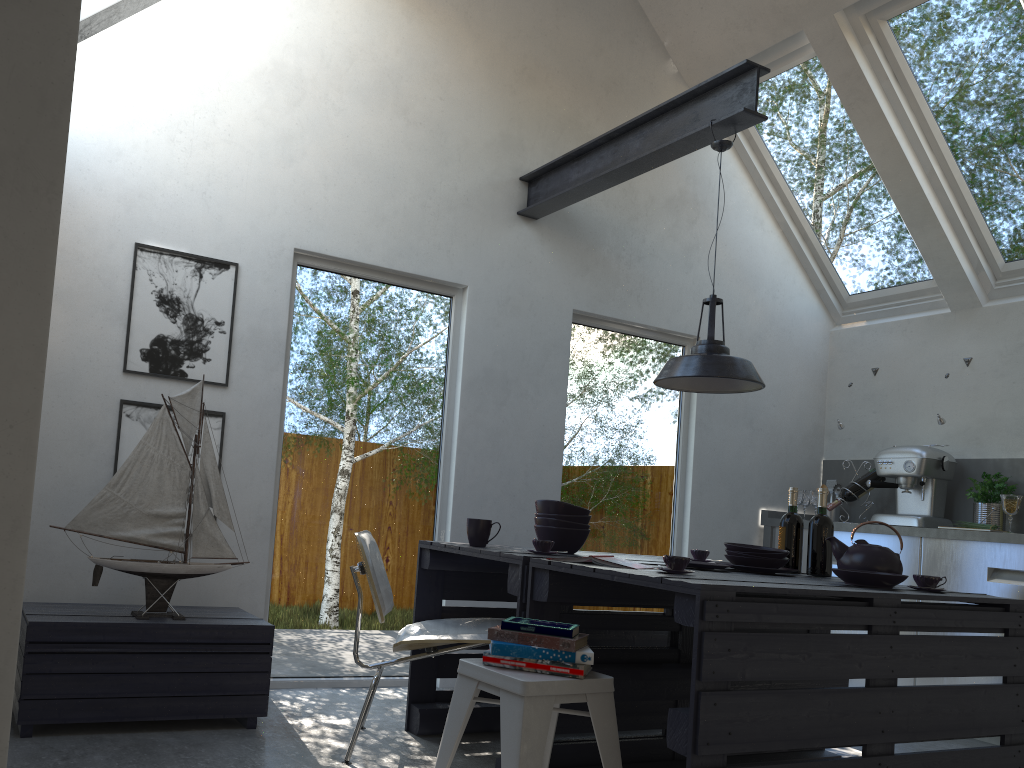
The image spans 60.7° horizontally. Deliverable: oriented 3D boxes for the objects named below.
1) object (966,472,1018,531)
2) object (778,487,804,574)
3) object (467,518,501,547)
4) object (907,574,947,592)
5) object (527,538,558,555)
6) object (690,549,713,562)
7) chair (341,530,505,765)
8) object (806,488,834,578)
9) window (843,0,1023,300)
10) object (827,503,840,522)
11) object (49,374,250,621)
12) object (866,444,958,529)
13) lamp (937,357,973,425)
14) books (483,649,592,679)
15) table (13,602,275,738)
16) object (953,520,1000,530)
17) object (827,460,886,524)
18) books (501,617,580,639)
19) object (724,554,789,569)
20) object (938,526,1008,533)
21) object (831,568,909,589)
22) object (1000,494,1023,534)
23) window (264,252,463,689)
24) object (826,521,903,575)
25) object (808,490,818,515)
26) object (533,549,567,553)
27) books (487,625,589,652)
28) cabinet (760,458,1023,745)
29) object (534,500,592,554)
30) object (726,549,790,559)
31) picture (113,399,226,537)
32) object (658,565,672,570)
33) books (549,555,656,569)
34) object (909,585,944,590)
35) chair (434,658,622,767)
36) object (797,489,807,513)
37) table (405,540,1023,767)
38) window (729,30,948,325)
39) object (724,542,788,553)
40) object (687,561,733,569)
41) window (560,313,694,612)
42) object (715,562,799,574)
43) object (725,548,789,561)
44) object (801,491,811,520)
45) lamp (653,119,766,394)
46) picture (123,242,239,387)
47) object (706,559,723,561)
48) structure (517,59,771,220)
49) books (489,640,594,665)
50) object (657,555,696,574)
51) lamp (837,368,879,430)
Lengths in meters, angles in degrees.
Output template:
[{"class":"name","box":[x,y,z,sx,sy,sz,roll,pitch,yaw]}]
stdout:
[{"class":"object","box":[2.597,0.645,4.759,0.255,0.339,0.245,3,-5,13]},{"class":"object","box":[1.126,0.588,3.524,0.093,0.342,0.090,4,-3,8]},{"class":"object","box":[-0.124,0.596,3.496,0.095,0.109,0.137,9,-8,-38]},{"class":"object","box":[1.403,0.673,2.961,0.110,0.056,0.123,10,-9,-37]},{"class":"object","box":[0.115,0.608,3.264,0.110,0.056,0.123,12,-10,-42]},{"class":"object","box":[0.834,0.762,3.882,0.110,0.056,0.123,12,-10,-42]},{"class":"chair","box":[-0.263,1.004,3.365,0.776,0.814,0.698,5,-5,1]},{"class":"object","box":[1.205,0.578,3.413,0.092,0.342,0.091,4,-3,3]},{"class":"window","box":[2.502,-1.278,4.471,1.411,1.381,0.877,8,-6,-29]},{"class":"object","box":[2.061,0.836,5.651,0.109,0.131,0.105,4,-5,11]},{"class":"object","box":[-1.403,0.431,3.481,0.754,0.984,0.148,7,-4,-28]},{"class":"object","box":[2.303,0.586,5.059,0.408,0.497,0.378,8,-6,-30]},{"class":"lamp","box":[2.529,0.036,4.995,0.321,0.433,0.062,9,-5,-39]},{"class":"books","box":[0.077,0.800,2.532,0.295,0.035,0.192,2,-9,17]},{"class":"table","box":[-1.491,1.127,3.516,0.885,0.412,0.553,9,-8,-29]},{"class":"object","box":[2.401,0.742,4.594,0.138,0.053,0.286,7,-9,-16]},{"class":"object","box":[2.087,0.665,5.383,0.332,0.391,0.235,5,-5,0]},{"class":"books","box":[0.084,0.706,2.538,0.212,0.025,0.140,2,-9,17]},{"class":"object","box":[0.922,0.679,3.309,0.235,0.047,0.226,3,-8,11]},{"class":"object","box":[2.412,0.764,4.576,0.172,0.012,0.277,10,-10,-32]},{"class":"object","box":[1.185,0.648,2.906,0.235,0.047,0.226,3,-8,11]},{"class":"object","box":[2.486,0.650,4.361,0.102,0.191,0.095,3,-4,19]},{"class":"window","box":[-0.765,0.475,4.466,0.940,2.115,0.062,7,-4,-28]},{"class":"object","box":[1.285,0.607,3.144,0.209,0.231,0.223,8,-6,-28]},{"class":"object","box":[1.892,0.761,5.442,0.097,0.191,0.100,5,-4,-7]},{"class":"object","box":[0.143,0.631,3.290,0.134,0.013,0.027,3,-8,9]},{"class":"books","box":[0.078,0.734,2.540,0.266,0.032,0.169,1,-9,22]},{"class":"cabinet","box":[2.610,1.083,4.456,0.542,1.467,3.011,7,-7,-31]},{"class":"object","box":[0.204,0.587,3.579,0.204,0.213,0.204,8,-6,-29]},{"class":"object","box":[0.927,0.651,3.313,0.219,0.062,0.241,9,-9,-25]},{"class":"picture","box":[-1.550,0.389,3.945,0.451,0.580,0.027,7,-4,-28]},{"class":"object","box":[0.473,0.578,2.743,0.027,0.013,0.134,6,-8,-6]},{"class":"books","box":[0.300,0.589,2.933,0.321,0.030,0.213,0,-10,28]},{"class":"object","box":[1.389,0.683,2.922,0.128,0.013,0.029,7,-8,-16]},{"class":"chair","box":[0.050,1.067,2.503,0.415,0.501,0.445,8,-7,-35]},{"class":"object","box":[1.789,0.758,5.482,0.093,0.191,0.104,8,-5,-36]},{"class":"table","box":[0.651,1.082,3.282,1.438,0.791,1.692,9,-9,-30]},{"class":"window","box":[1.956,-1.185,5.356,1.418,1.388,0.877,8,-6,-29]},{"class":"object","box":[0.922,0.640,3.317,0.219,0.058,0.241,10,-9,-30]},{"class":"object","box":[0.684,0.663,3.200,0.225,0.019,0.246,9,-9,-25]},{"class":"window","box":[0.634,0.707,5.212,0.940,2.115,0.062,7,-4,-28]},{"class":"object","box":[0.923,0.700,3.309,0.298,0.024,0.296,5,-8,2]},{"class":"object","box":[0.924,0.664,3.309,0.220,0.062,0.240,9,-9,-25]},{"class":"object","box":[1.871,0.781,5.589,0.104,0.191,0.094,2,-5,31]},{"class":"lamp","box":[0.830,-0.534,3.565,0.410,1.090,0.454,7,-4,-30]},{"class":"picture","box":[-1.502,-0.307,3.983,0.451,0.580,0.027,7,-4,-28]},{"class":"object","box":[0.873,0.784,3.889,0.140,0.013,0.026,-2,-10,37]},{"class":"structure","box":[0.264,-1.053,4.573,0.130,0.207,2.665,7,-9,-31]},{"class":"books","box":[0.080,0.766,2.534,0.287,0.033,0.198,5,-8,2]},{"class":"object","box":[0.510,0.560,2.716,0.112,0.056,0.121,8,-8,-22]},{"class":"lamp","box":[2.184,0.088,5.538,0.317,0.434,0.063,7,-4,-28]}]
